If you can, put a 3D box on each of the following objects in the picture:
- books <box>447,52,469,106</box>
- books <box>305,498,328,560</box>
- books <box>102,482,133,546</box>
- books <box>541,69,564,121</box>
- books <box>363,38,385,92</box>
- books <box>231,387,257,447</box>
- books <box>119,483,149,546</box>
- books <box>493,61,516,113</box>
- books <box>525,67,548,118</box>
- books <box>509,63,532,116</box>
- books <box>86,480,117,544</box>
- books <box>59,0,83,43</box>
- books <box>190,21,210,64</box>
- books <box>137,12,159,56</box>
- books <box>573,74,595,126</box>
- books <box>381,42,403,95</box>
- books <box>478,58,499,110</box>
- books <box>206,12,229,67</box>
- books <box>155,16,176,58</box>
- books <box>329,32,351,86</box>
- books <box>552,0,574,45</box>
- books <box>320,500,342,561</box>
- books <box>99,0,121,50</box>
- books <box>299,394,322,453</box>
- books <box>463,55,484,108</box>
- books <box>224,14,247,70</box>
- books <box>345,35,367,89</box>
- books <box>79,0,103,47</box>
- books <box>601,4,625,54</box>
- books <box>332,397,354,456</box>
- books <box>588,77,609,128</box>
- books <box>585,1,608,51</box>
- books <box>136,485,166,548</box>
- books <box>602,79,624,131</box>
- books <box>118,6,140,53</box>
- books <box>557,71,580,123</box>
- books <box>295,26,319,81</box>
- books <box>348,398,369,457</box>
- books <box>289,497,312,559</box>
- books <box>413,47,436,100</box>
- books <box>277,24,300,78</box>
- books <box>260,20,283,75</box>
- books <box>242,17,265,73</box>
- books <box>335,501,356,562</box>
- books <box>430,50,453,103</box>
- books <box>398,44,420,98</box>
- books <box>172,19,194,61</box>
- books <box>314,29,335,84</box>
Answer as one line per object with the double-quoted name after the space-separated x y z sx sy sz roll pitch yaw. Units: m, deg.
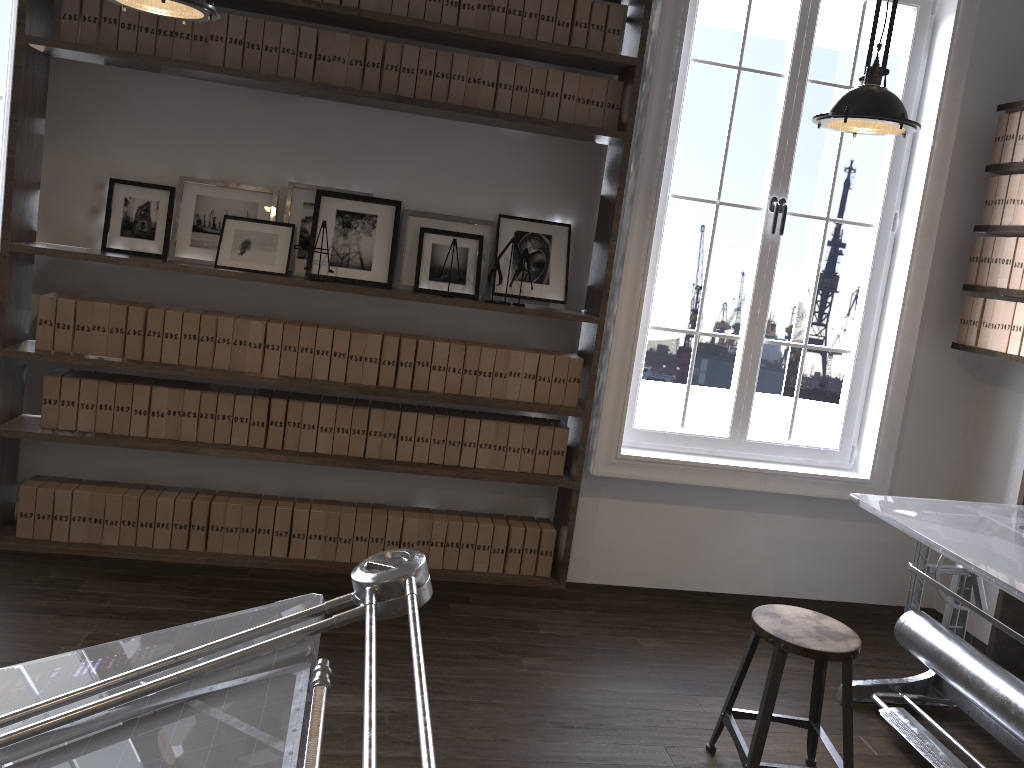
-0.241 -1.297 3.825 0.067 0.224 0.176 7 7 -10 "books"
-0.878 0.652 3.984 0.066 0.224 0.176 7 7 -10 "books"
-1.710 0.562 3.838 0.067 0.224 0.176 7 7 -10 "books"
0.162 -1.254 3.897 0.066 0.224 0.176 7 7 -10 "books"
-0.589 -1.336 3.766 0.067 0.224 0.176 7 7 -10 "books"
-1.171 0.141 3.870 0.066 0.224 0.176 7 7 -10 "books"
-1.645 0.568 3.855 0.066 0.224 0.176 7 7 -10 "books"
-0.043 -1.276 3.860 0.067 0.224 0.176 7 7 -10 "books"
0.093 -1.262 3.889 0.066 0.224 0.176 7 7 -10 "books"
0.025 -1.269 3.875 0.066 0.224 0.176 7 7 -10 "books"
-1.776 0.554 3.832 0.066 0.224 0.176 7 7 -10 "books"
-1.754 -1.465 3.571 0.066 0.224 0.176 7 7 -10 "books"
-1.268 -1.411 3.653 0.066 0.224 0.176 7 7 -10 "books"
-1.469 -1.433 3.620 0.066 0.224 0.176 7 7 -10 "books"
0.298 -1.238 3.917 0.067 0.224 0.176 7 7 -10 "books"
-0.516 -1.329 3.784 0.066 0.224 0.176 7 7 -10 "books"
-0.115 -1.284 3.849 0.066 0.224 0.176 7 7 -10 "books"
-1.206 -1.404 3.662 0.066 0.224 0.176 7 7 -10 "books"
-1.399 -1.426 3.631 0.066 0.224 0.176 7 7 -10 "books"
-0.726 -1.352 3.745 0.066 0.224 0.176 7 7 -10 "books"
0.207 -1.559 3.867 0.066 0.224 0.176 7 7 -10 "books"
-0.817 0.659 3.996 0.066 0.224 0.176 7 7 -10 "books"
-1.608 -1.449 3.596 0.066 0.224 0.176 7 7 -10 "books"
-0.891 0.172 3.916 0.066 0.224 0.176 7 7 -10 "books"
-0.176 -1.291 3.840 0.066 0.224 0.176 7 7 -10 "books"
-1.135 -1.396 3.672 0.067 0.224 0.176 7 7 -10 "books"
-0.662 -1.345 3.759 0.066 0.224 0.176 7 7 -10 "books"
-1.680 -1.456 3.578 0.067 0.224 0.176 7 7 -10 "books"
0.427 -1.535 3.903 0.066 0.224 0.176 7 7 -10 "books"
-0.753 0.186 3.947 0.066 0.224 0.176 7 7 -10 "books"
0.359 -1.232 3.932 0.066 0.224 0.176 7 7 -10 "books"
0.353 -1.543 3.892 0.066 0.224 0.176 7 7 -10 "books"
-1.575 0.575 3.867 0.066 0.224 0.176 7 7 -10 "books"
0.428 -1.225 3.945 0.066 0.224 0.176 7 7 -10 "books"
-1.537 -1.440 3.604 0.066 0.224 0.176 7 7 -10 "books"
0.233 -1.245 3.906 0.066 0.224 0.176 7 7 -10 "books"
-0.858 -1.365 3.718 0.066 0.224 0.176 7 7 -10 "books"
-0.684 0.194 3.957 0.066 0.224 0.176 7 7 -10 "books"
-0.949 0.645 3.970 0.067 0.224 0.176 7 7 -10 "books"
-0.377 -1.313 3.807 0.066 0.224 0.176 7 7 -10 "books"
-0.930 -1.374 3.709 0.066 0.224 0.176 7 7 -10 "books"
-0.998 -1.382 3.701 0.066 0.224 0.176 7 7 -10 "books"
-1.067 -1.389 3.688 0.066 0.224 0.176 7 7 -10 "books"
-0.751 0.667 4.003 0.067 0.224 0.176 7 7 -10 "books"
-0.308 -1.306 3.819 0.066 0.224 0.176 7 7 -10 "books"
-0.446 -1.320 3.791 0.066 0.224 0.176 7 7 -10 "books"
-1.332 -1.417 3.637 0.067 0.224 0.176 7 7 -10 "books"
-0.787 -1.357 3.730 0.067 0.224 0.176 7 7 -10 "books"
